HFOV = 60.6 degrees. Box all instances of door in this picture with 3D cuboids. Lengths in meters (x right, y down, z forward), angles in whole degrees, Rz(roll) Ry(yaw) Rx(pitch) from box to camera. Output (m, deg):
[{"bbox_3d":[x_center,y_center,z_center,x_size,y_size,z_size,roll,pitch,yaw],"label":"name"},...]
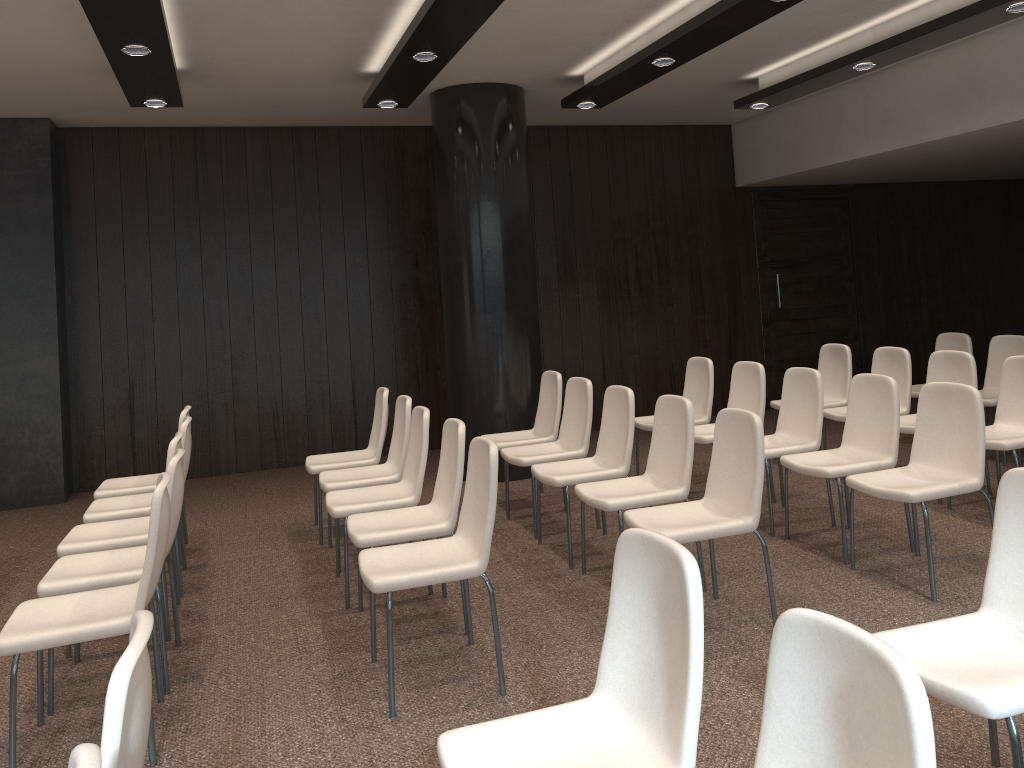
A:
[{"bbox_3d":[3.379,-0.996,9.943,1.404,2.417,0.267,-4,-2,-18],"label":"door"}]

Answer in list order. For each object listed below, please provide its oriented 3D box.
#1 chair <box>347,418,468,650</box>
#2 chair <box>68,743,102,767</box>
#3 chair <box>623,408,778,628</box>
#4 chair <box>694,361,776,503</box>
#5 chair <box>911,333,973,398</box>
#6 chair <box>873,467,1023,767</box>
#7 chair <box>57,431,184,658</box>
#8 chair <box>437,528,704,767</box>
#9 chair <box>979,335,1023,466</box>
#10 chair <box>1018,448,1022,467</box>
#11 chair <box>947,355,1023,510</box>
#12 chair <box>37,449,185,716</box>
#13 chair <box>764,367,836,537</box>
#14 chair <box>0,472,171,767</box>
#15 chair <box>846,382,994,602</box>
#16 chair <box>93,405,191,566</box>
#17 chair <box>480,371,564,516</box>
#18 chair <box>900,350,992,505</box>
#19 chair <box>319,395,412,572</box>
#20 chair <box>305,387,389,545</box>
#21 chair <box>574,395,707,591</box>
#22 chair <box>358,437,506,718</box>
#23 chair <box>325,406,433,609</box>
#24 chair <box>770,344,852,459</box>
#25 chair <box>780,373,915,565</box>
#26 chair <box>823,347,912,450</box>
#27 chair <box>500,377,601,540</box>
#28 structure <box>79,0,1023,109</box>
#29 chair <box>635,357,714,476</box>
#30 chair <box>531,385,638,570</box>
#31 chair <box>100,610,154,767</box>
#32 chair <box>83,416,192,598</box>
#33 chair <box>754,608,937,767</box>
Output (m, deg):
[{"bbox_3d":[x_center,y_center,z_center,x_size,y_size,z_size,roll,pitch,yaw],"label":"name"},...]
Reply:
[{"bbox_3d":[-0.476,0.643,4.052,0.559,0.904,0.529,-4,0,-15],"label":"chair"},{"bbox_3d":[-0.772,0.990,1.027,0.559,0.904,0.529,-4,0,-19],"label":"chair"},{"bbox_3d":[0.806,0.587,3.806,0.559,0.904,0.529,-4,0,-15],"label":"chair"},{"bbox_3d":[1.418,0.321,5.902,0.559,0.904,0.529,-4,0,-17],"label":"chair"},{"bbox_3d":[3.475,0.047,7.207,0.559,0.904,0.529,-4,0,-16],"label":"chair"},{"bbox_3d":[1.293,0.718,2.317,0.559,0.904,0.529,-4,0,-16],"label":"chair"},{"bbox_3d":[-1.849,0.715,4.202,0.559,0.904,0.529,-4,0,-16],"label":"chair"},{"bbox_3d":[0.139,0.833,1.941,0.559,0.904,0.529,-4,0,-19],"label":"chair"},{"bbox_3d":[3.639,0.099,6.634,0.559,0.904,0.529,-4,0,-19],"label":"chair"},{"bbox_3d":[3.857,0.148,6.054,0.559,0.904,0.529,-4,0,-18],"label":"chair"},{"bbox_3d":[2.910,0.306,5.157,0.559,0.904,0.529,-4,0,-19],"label":"chair"},{"bbox_3d":[-1.640,0.762,3.651,0.559,0.904,0.529,-4,0,-16],"label":"chair"},{"bbox_3d":[1.593,0.373,5.316,0.559,0.904,0.529,-4,0,-16],"label":"chair"},{"bbox_3d":[-1.483,0.811,3.098,0.559,0.904,0.529,-4,0,-19],"label":"chair"},{"bbox_3d":[1.959,0.469,4.212,0.559,0.904,0.529,-4,0,-19],"label":"chair"},{"bbox_3d":[-2.236,0.615,5.359,0.559,0.904,0.529,-4,0,-16],"label":"chair"},{"bbox_3d":[0.080,0.383,6.118,0.559,0.904,0.529,-4,0,-17],"label":"chair"},{"bbox_3d":[2.740,0.252,5.753,0.559,0.904,0.529,-4,0,-19],"label":"chair"},{"bbox_3d":[-0.851,0.546,5.168,0.559,0.904,0.529,-4,0,-17],"label":"chair"},{"bbox_3d":[-1.064,0.499,5.728,0.559,0.904,0.529,-4,0,-15],"label":"chair"},{"bbox_3d":[0.631,0.535,4.393,0.559,0.904,0.529,-4,0,-17],"label":"chair"},{"bbox_3d":[-0.317,0.697,3.458,0.559,0.904,0.529,-4,0,-16],"label":"chair"},{"bbox_3d":[-0.691,0.598,4.594,0.559,0.904,0.529,-4,0,-16],"label":"chair"},{"bbox_3d":[2.368,0.154,6.879,0.559,0.904,0.529,-4,0,-15],"label":"chair"},{"bbox_3d":[1.802,0.419,4.765,0.559,0.904,0.529,-4,0,-16],"label":"chair"},{"bbox_3d":[2.567,0.204,6.302,0.559,0.904,0.529,-4,0,-16],"label":"chair"},{"bbox_3d":[0.238,0.434,5.563,0.559,0.904,0.529,-4,0,-19],"label":"chair"},{"bbox_3d":[-2.761,-1.563,1.810,13.185,0.231,8.071,-6,6,-18],"label":"structure"},{"bbox_3d":[1.206,0.273,6.472,0.559,0.904,0.529,-4,0,-16],"label":"chair"},{"bbox_3d":[0.419,0.487,4.965,0.559,0.904,0.529,-4,0,-17],"label":"chair"},{"bbox_3d":[-0.930,0.940,1.583,0.559,0.904,0.529,-4,0,-16],"label":"chair"},{"bbox_3d":[-2.025,0.663,4.790,0.559,0.904,0.529,-4,0,-18],"label":"chair"},{"bbox_3d":[0.352,0.881,1.365,0.559,0.904,0.529,-4,0,-17],"label":"chair"}]
